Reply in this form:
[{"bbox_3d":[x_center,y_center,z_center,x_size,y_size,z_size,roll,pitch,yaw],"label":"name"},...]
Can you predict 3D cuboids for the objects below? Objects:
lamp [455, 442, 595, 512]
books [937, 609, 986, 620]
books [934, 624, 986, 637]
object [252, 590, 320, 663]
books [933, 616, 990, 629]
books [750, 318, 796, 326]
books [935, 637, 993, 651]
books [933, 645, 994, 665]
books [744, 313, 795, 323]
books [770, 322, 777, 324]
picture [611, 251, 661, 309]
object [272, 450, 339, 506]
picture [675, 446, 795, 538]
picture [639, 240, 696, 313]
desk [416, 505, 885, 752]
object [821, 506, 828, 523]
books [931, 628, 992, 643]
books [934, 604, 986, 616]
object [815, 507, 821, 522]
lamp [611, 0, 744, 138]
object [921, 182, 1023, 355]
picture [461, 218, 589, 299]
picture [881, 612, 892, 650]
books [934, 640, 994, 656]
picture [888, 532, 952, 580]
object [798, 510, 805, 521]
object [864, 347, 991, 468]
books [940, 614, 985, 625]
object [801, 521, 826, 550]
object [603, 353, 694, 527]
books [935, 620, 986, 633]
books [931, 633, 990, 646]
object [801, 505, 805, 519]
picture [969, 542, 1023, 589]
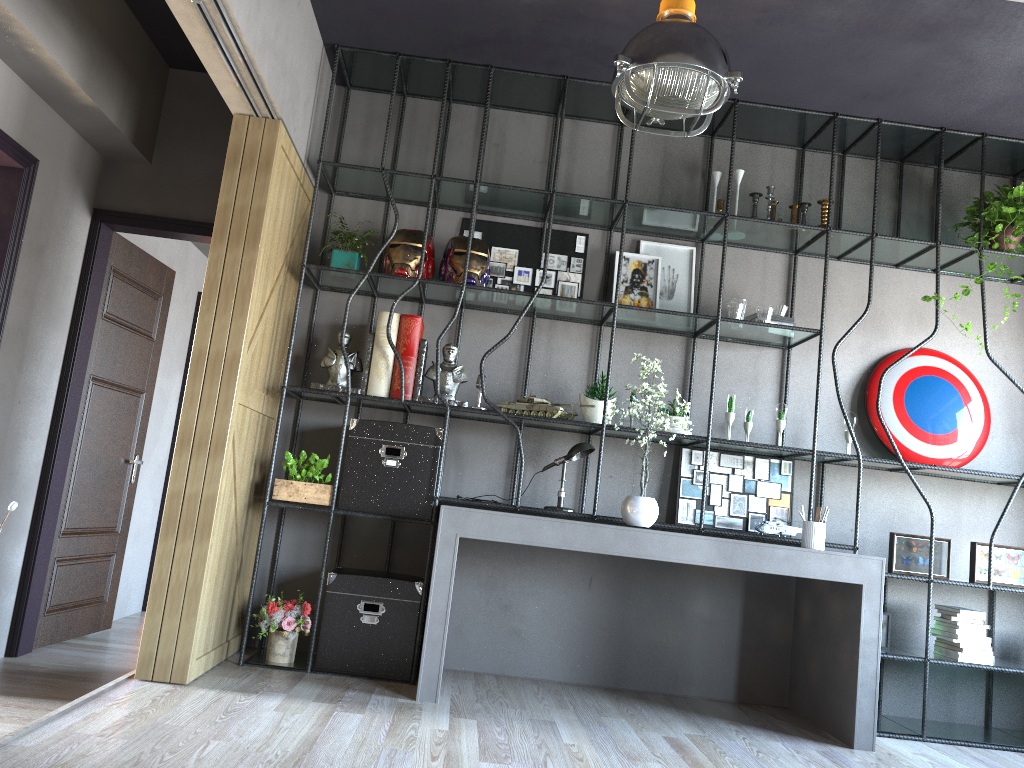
[{"bbox_3d":[0.082,0.477,4.795,0.740,0.372,0.204,3,-9,22],"label":"lamp"},{"bbox_3d":[2.399,1.232,4.742,0.155,0.020,0.205,7,-8,-2],"label":"books"},{"bbox_3d":[2.384,1.314,4.731,0.158,0.021,0.223,7,-8,-2],"label":"books"},{"bbox_3d":[-1.174,1.218,4.501,0.345,0.363,0.331,7,-8,1],"label":"object"},{"bbox_3d":[2.395,1.272,4.730,0.174,0.019,0.243,7,-8,-2],"label":"books"},{"bbox_3d":[1.471,-0.334,5.068,0.243,0.024,0.174,8,-8,-6],"label":"books"},{"bbox_3d":[2.395,1.378,4.706,0.175,0.023,0.249,7,-8,-2],"label":"books"},{"bbox_3d":[2.388,1.432,4.696,0.192,0.043,0.247,7,-8,-2],"label":"books"},{"bbox_3d":[1.466,-0.362,5.065,0.225,0.029,0.179,8,-8,-10],"label":"books"},{"bbox_3d":[1.455,-0.313,5.062,0.166,0.024,0.227,10,-9,-23],"label":"books"},{"bbox_3d":[0.716,-0.558,5.118,0.267,0.415,0.101,7,-9,-2],"label":"picture"},{"bbox_3d":[-1.045,0.476,4.549,0.304,0.266,0.180,7,-9,-2],"label":"object"},{"bbox_3d":[1.264,0.610,5.012,0.665,0.448,0.051,7,-9,-2],"label":"picture"},{"bbox_3d":[0.895,-0.580,5.173,0.332,0.516,0.118,7,-9,-2],"label":"picture"},{"bbox_3d":[0.648,1.188,4.531,2.129,0.888,0.843,7,-8,-2],"label":"desk"},{"bbox_3d":[1.551,0.702,4.445,0.052,0.186,0.009,7,-9,0],"label":"object"},{"bbox_3d":[2.383,1.337,4.720,0.193,0.028,0.245,8,-8,-7],"label":"books"},{"bbox_3d":[2.393,1.209,4.739,0.159,0.024,0.200,9,-8,-12],"label":"books"},{"bbox_3d":[1.533,0.721,4.459,0.023,0.204,0.036,0,-11,37],"label":"object"},{"bbox_3d":[0.667,-1.624,3.701,0.534,1.151,0.515,11,-10,-25],"label":"lamp"},{"bbox_3d":[2.610,-0.617,4.871,0.720,1.028,0.648,4,-9,16],"label":"object"},{"bbox_3d":[0.056,-0.689,5.175,0.749,0.504,0.058,7,-9,-2],"label":"picture"},{"bbox_3d":[1.919,1.303,4.709,0.172,0.191,0.036,7,-9,-2],"label":"picture"},{"bbox_3d":[2.393,1.400,4.703,0.175,0.023,0.249,8,-8,-6],"label":"books"},{"bbox_3d":[2.149,0.907,4.676,0.313,0.212,0.049,7,-9,-2],"label":"picture"},{"bbox_3d":[1.485,0.721,4.435,0.137,0.190,0.009,7,-9,1],"label":"object"},{"bbox_3d":[2.413,0.140,5.135,0.751,0.741,0.185,7,-9,-2],"label":"object"},{"bbox_3d":[2.398,1.250,4.725,0.162,0.023,0.231,5,-8,13],"label":"books"},{"bbox_3d":[1.501,0.757,4.417,0.110,0.137,0.110,6,-9,8],"label":"object"},{"bbox_3d":[0.674,0.266,4.326,0.420,0.854,0.397,-2,-12,44],"label":"object"},{"bbox_3d":[2.393,1.293,4.732,0.155,0.022,0.205,8,-8,-7],"label":"books"},{"bbox_3d":[2.382,1.358,4.718,0.192,0.014,0.255,7,-8,1],"label":"books"},{"bbox_3d":[1.471,0.712,4.450,0.046,0.203,0.023,1,-11,33],"label":"object"},{"bbox_3d":[2.587,0.960,4.691,0.313,0.212,0.048,7,-9,-2],"label":"picture"}]
